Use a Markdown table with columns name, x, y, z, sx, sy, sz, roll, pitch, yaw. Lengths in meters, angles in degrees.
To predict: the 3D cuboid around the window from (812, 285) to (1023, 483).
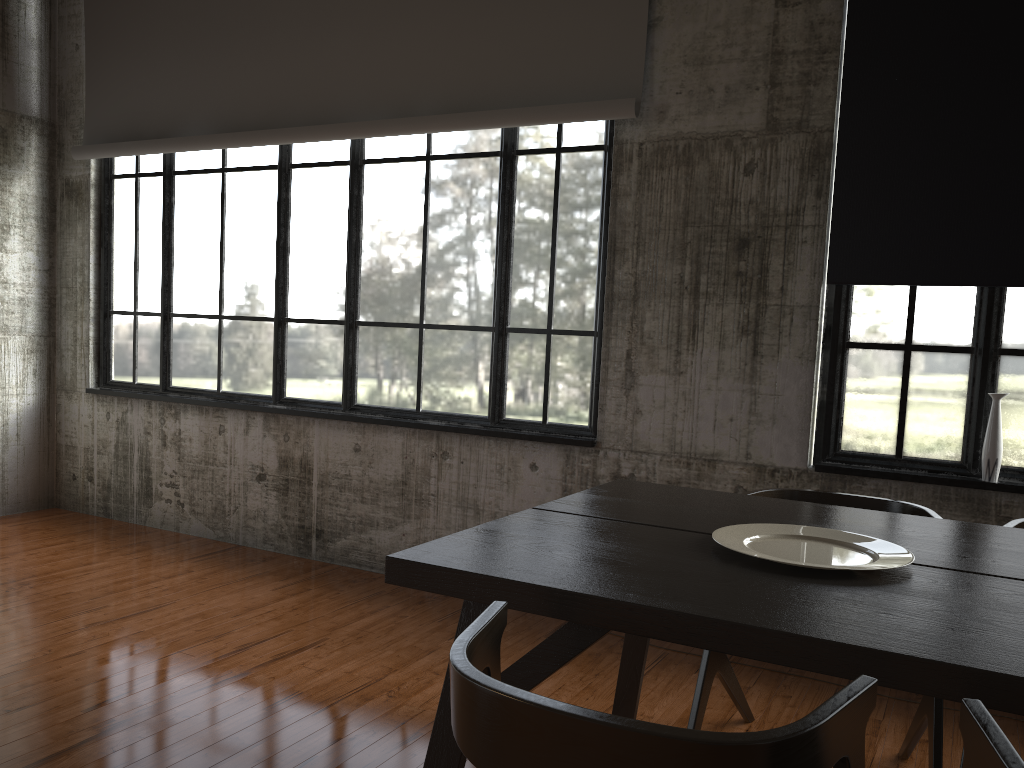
| name | x | y | z | sx | sy | sz | roll | pitch | yaw |
| --- | --- | --- | --- | --- | --- | --- | --- | --- | --- |
| window | 3.293 | -1.148 | 3.494 | 3.807 | 3.444 | 0.050 | 5 | 5 | 27 |

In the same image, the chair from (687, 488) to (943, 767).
| name | x | y | z | sx | sy | sz | roll | pitch | yaw |
| --- | --- | --- | --- | --- | --- | --- | --- | --- | --- |
| chair | 1.167 | 0.949 | 3.303 | 0.877 | 0.996 | 0.768 | 5 | 5 | 27 |

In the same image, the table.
| name | x | y | z | sx | sy | sz | roll | pitch | yaw |
| --- | --- | --- | --- | --- | --- | --- | --- | --- | --- |
| table | 1.673 | 1.030 | 2.088 | 3.698 | 1.008 | 1.636 | 4 | 4 | 27 |

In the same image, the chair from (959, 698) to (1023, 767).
| name | x | y | z | sx | sy | sz | roll | pitch | yaw |
| --- | --- | --- | --- | --- | --- | --- | --- | --- | --- |
| chair | 1.044 | 1.048 | 1.307 | 0.877 | 0.996 | 0.768 | 5 | 5 | 27 |

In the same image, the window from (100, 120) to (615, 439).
| name | x | y | z | sx | sy | sz | roll | pitch | yaw |
| --- | --- | --- | --- | --- | --- | --- | --- | --- | --- |
| window | -1.283 | -1.495 | 5.872 | 4.300 | 3.444 | 0.050 | 5 | 5 | 27 |

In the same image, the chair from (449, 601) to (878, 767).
| name | x | y | z | sx | sy | sz | roll | pitch | yaw |
| --- | --- | --- | --- | --- | --- | --- | --- | --- | --- |
| chair | 0.248 | 0.987 | 1.721 | 0.877 | 0.996 | 0.768 | 5 | 5 | 28 |

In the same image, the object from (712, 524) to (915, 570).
| name | x | y | z | sx | sy | sz | roll | pitch | yaw |
| --- | --- | --- | --- | --- | --- | --- | --- | --- | --- |
| object | 0.819 | 0.452 | 2.438 | 0.526 | 0.025 | 0.526 | 5 | 4 | 38 |

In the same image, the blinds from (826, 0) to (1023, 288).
| name | x | y | z | sx | sy | sz | roll | pitch | yaw |
| --- | --- | --- | --- | --- | --- | --- | --- | --- | --- |
| blinds | 2.144 | -1.714 | 3.977 | 1.214 | 2.540 | 0.034 | 5 | 5 | 27 |

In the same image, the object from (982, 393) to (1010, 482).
| name | x | y | z | sx | sy | sz | roll | pitch | yaw |
| --- | --- | --- | --- | --- | --- | --- | --- | --- | --- |
| object | 2.203 | 0.244 | 4.052 | 0.082 | 0.412 | 0.082 | 2 | 5 | -12 |

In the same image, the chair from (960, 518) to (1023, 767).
| name | x | y | z | sx | sy | sz | roll | pitch | yaw |
| --- | --- | --- | --- | --- | --- | --- | --- | --- | --- |
| chair | 1.964 | 1.010 | 2.889 | 0.877 | 0.996 | 0.768 | 5 | 5 | 28 |

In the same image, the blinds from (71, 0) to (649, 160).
| name | x | y | z | sx | sy | sz | roll | pitch | yaw |
| --- | --- | --- | --- | --- | --- | --- | --- | --- | --- |
| blinds | -1.272 | -2.427 | 5.599 | 4.461 | 1.780 | 0.136 | 4 | 5 | 27 |
